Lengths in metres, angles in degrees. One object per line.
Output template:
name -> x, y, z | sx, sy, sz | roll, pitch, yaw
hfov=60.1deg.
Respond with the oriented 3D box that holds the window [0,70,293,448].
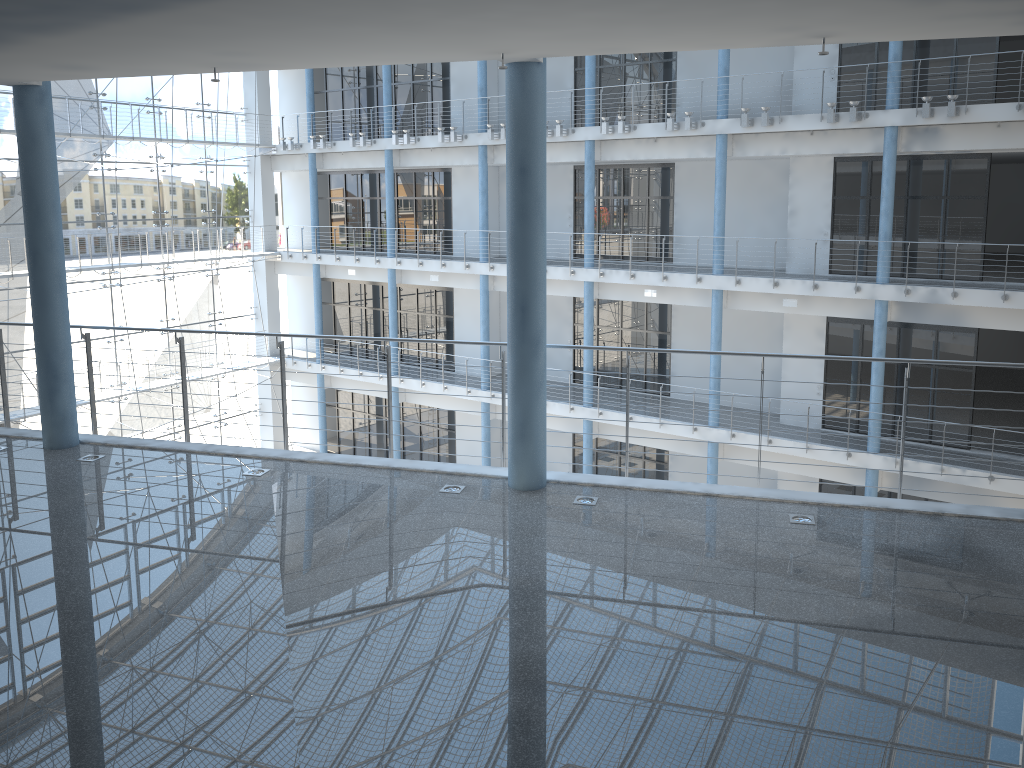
window -> -2.134, -0.686, 2.946 | 0.010, 2.743, 3.882 | 5, 12, 31
